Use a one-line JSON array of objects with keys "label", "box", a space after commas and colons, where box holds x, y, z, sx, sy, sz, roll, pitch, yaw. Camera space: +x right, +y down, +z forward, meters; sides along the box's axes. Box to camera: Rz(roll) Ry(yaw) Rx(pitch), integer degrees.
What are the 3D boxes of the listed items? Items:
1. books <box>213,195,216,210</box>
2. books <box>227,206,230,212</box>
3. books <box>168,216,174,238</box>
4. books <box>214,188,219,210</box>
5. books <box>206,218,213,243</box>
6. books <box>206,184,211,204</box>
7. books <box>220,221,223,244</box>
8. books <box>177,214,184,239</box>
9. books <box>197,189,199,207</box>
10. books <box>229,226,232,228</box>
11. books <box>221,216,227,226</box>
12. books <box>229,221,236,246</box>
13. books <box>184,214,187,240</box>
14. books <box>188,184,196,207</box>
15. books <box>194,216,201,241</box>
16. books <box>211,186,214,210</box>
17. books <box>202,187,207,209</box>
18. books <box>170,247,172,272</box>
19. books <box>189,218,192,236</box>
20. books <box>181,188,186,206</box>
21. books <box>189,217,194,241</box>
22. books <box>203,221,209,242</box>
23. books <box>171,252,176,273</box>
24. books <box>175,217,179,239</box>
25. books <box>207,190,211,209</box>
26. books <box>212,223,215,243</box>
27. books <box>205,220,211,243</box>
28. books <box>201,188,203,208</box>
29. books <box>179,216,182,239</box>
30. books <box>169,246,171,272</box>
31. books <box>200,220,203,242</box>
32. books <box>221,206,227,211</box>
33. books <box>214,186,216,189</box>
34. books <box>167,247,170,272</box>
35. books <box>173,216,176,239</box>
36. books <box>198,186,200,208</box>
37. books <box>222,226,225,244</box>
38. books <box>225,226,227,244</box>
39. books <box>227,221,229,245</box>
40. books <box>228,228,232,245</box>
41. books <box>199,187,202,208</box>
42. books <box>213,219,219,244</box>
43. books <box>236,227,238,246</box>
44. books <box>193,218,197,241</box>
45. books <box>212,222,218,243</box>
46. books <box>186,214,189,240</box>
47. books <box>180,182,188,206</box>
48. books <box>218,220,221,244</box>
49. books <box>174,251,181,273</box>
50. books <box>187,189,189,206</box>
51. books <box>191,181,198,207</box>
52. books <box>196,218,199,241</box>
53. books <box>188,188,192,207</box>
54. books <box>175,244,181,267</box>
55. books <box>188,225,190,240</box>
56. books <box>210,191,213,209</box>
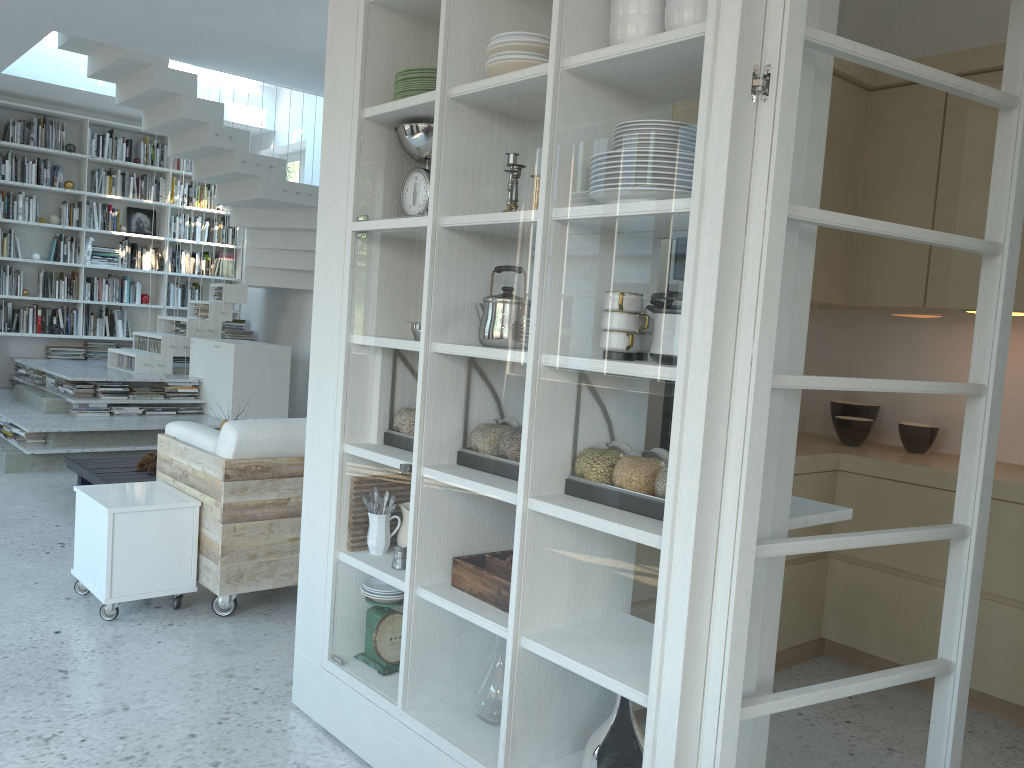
[{"label": "books", "box": [-3.412, -2.054, 10.089, 0.034, 0.183, 0.156, 0, 6, -41]}, {"label": "books", "box": [-3.284, -2.067, 10.177, 0.023, 0.214, 0.180, 0, 6, -41]}, {"label": "books", "box": [-3.778, -1.728, 9.804, 0.012, 0.254, 0.160, 0, 6, -41]}, {"label": "books", "box": [-3.375, -2.091, 10.089, 0.022, 0.261, 0.160, 0, 6, -41]}, {"label": "books", "box": [-3.455, -1.744, 10.103, 0.024, 0.292, 0.132, 0, 6, -41]}, {"label": "books", "box": [-3.446, -2.110, 10.036, 0.010, 0.295, 0.165, 0, 6, -41]}, {"label": "books", "box": [-3.360, -1.729, 10.153, 0.028, 0.268, 0.173, 0, 6, -41]}, {"label": "books", "box": [-3.690, -1.741, 9.854, 0.014, 0.286, 0.185, 0, 6, -41]}, {"label": "books", "box": [-3.529, -2.060, 9.874, 0.014, 0.206, 0.184, 0, 6, -41]}, {"label": "books", "box": [-3.284, -1.712, 10.264, 0.024, 0.230, 0.130, 0, 6, -41]}, {"label": "books", "box": [-3.319, -1.761, 10.213, 0.013, 0.330, 0.140, 0, 6, -41]}, {"label": "books", "box": [-3.240, -1.740, 10.257, 0.042, 0.292, 0.186, 0, 6, -41]}, {"label": "books", "box": [-3.671, -1.749, 9.903, 0.022, 0.297, 0.162, 0, 6, -41]}, {"label": "books", "box": [-3.553, -2.083, 9.840, 0.023, 0.254, 0.189, 0, 6, -41]}, {"label": "books", "box": [-3.552, -1.740, 9.994, 0.030, 0.284, 0.166, 0, 6, -41]}, {"label": "books", "box": [-3.431, -2.104, 10.066, 0.024, 0.282, 0.153, 0, 6, -41]}, {"label": "books", "box": [-3.483, -2.079, 9.935, 0.042, 0.242, 0.247, 0, 6, -41]}, {"label": "books", "box": [-3.814, -1.376, 9.849, 0.010, 0.279, 0.147, 0, 6, -41]}, {"label": "books", "box": [-3.623, -1.729, 9.933, 0.013, 0.260, 0.158, 0, 6, -41]}, {"label": "books", "box": [-3.636, -2.054, 9.768, 0.024, 0.194, 0.189, 0, 6, -41]}, {"label": "books", "box": [-3.614, -1.735, 9.951, 0.025, 0.271, 0.152, 0, 6, -41]}, {"label": "books", "box": [-3.491, -1.719, 10.041, 0.045, 0.245, 0.177, 0, 6, -41]}, {"label": "books", "box": [-3.786, -1.354, 9.875, 0.066, 0.237, 0.144, 0, 6, -41]}, {"label": "books", "box": [-3.735, -1.723, 9.822, 0.023, 0.248, 0.182, 0, 6, -41]}, {"label": "books", "box": [-3.457, -2.072, 10.022, 0.023, 0.220, 0.171, 0, 6, -41]}, {"label": "books", "box": [-3.437, -1.717, 10.122, 0.028, 0.237, 0.145, 0, 6, -41]}, {"label": "books", "box": [-3.469, -1.726, 10.067, 0.023, 0.258, 0.183, 0, 6, -41]}, {"label": "books", "box": [-3.490, -2.067, 9.901, 0.013, 0.222, 0.174, 0, 6, -41]}, {"label": "books", "box": [-3.715, -1.728, 9.853, 0.026, 0.257, 0.173, 0, 6, -41]}, {"label": "books", "box": [-3.823, -1.382, 9.828, 0.010, 0.293, 0.164, 0, 6, -41]}, {"label": "books", "box": [-3.525, -1.726, 10.038, 0.012, 0.254, 0.160, 0, 6, -41]}, {"label": "books", "box": [-3.319, -2.087, 10.147, 0.070, 0.254, 0.154, 0, 6, -41]}, {"label": "books", "box": [-3.376, -2.110, 10.115, 0.011, 0.295, 0.151, 0, 6, -41]}, {"label": "books", "box": [-3.827, -1.373, 9.806, 0.025, 0.277, 0.160, 0, 6, -41]}, {"label": "books", "box": [-3.772, -1.727, 9.827, 0.026, 0.250, 0.160, 0, 6, -41]}, {"label": "books", "box": [-3.518, -2.078, 9.888, 0.022, 0.242, 0.144, 0, 6, -41]}, {"label": "books", "box": [-3.341, -1.700, 10.171, 0.025, 0.212, 0.188, 0, 6, -41]}, {"label": "books", "box": [-3.327, -1.705, 10.194, 0.025, 0.220, 0.177, 0, 6, -41]}, {"label": "books", "box": [-3.306, -1.737, 10.217, 0.013, 0.283, 0.149, 0, 6, -41]}, {"label": "books", "box": [-3.282, -1.691, 10.222, 0.029, 0.195, 0.192, 0, 6, -41]}, {"label": "books", "box": [-3.506, -2.076, 9.900, 0.012, 0.238, 0.165, 0, 6, -41]}, {"label": "books", "box": [-3.389, -1.737, 10.135, 0.012, 0.283, 0.151, 0, 6, -41]}, {"label": "books", "box": [-3.220, -1.703, 10.282, 0.021, 0.219, 0.184, 0, 6, -41]}, {"label": "books", "box": [-3.589, -1.728, 9.961, 0.024, 0.259, 0.156, 0, 6, -41]}, {"label": "books", "box": [-3.410, -1.723, 10.131, 0.025, 0.253, 0.159, 0, 6, -41]}, {"label": "books", "box": [-3.651, -1.746, 9.906, 0.012, 0.293, 0.165, 0, 6, -41]}, {"label": "books", "box": [-3.625, -2.090, 9.792, 0.023, 0.264, 0.158, 0, 6, -41]}, {"label": "books", "box": [-3.377, -1.734, 10.141, 0.013, 0.277, 0.187, 0, 6, -41]}, {"label": "books", "box": [-3.735, -1.354, 9.883, 0.022, 0.243, 0.170, 0, 6, -41]}, {"label": "books", "box": [-3.631, -2.062, 9.846, 0.038, 0.199, 0.170, 0, 6, -41]}, {"label": "books", "box": [-3.537, -2.105, 9.856, 0.022, 0.297, 0.152, 0, 6, -41]}, {"label": "books", "box": [-3.570, -1.729, 9.974, 0.022, 0.263, 0.172, 0, 6, -41]}, {"label": "books", "box": [-3.584, -2.064, 9.840, 0.025, 0.212, 0.134, 0, 6, -41]}, {"label": "books", "box": [-3.731, -1.395, 9.905, 0.012, 0.322, 0.141, 0, 6, -41]}, {"label": "books", "box": [-3.649, -1.690, 9.933, 0.027, 0.180, 0.156, 0, 6, -41]}, {"label": "books", "box": [-3.432, -2.067, 10.037, 0.013, 0.213, 0.186, 0, 6, -41]}]
